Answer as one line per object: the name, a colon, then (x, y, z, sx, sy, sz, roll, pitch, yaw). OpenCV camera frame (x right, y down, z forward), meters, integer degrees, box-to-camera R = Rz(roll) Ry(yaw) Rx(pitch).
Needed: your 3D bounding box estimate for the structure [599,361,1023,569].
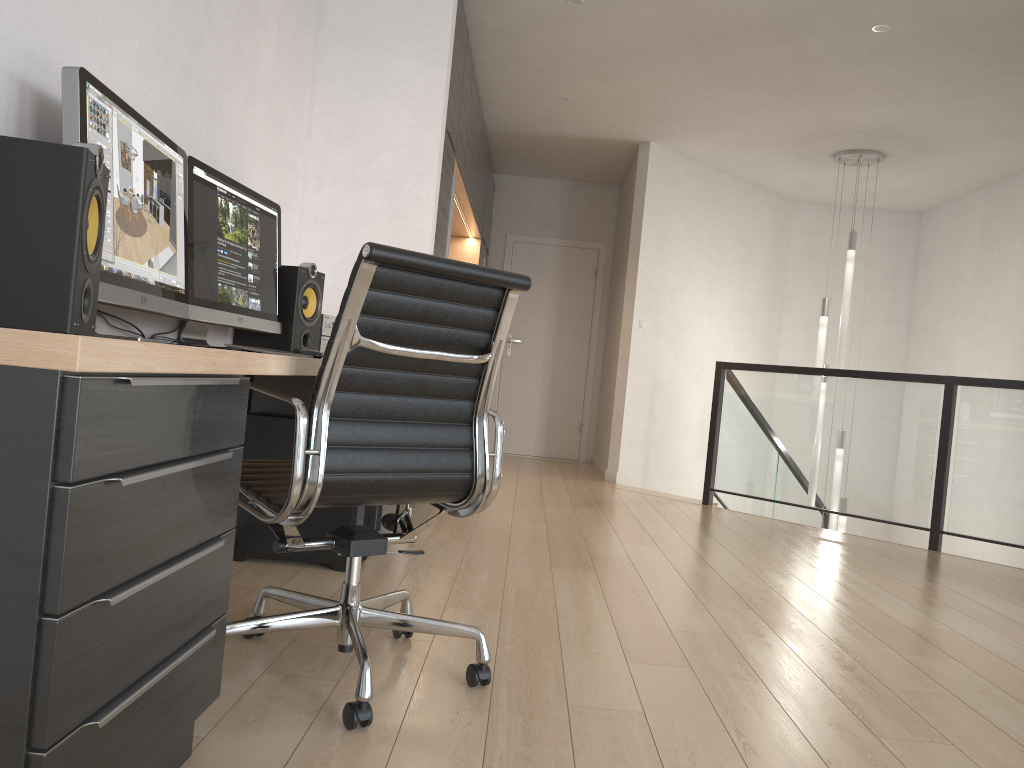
structure: (2.989, 2.172, 6.281, 2.823, 4.339, 4.190, 5, 1, -44)

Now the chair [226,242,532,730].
chair: (-0.389, 0.200, 2.128, 0.664, 0.991, 0.699, 5, 0, -38)

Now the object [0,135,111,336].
object: (-0.890, -0.276, 1.612, 0.249, 0.354, 0.198, 5, 0, -14)

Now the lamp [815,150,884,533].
lamp: (2.579, -0.892, 6.810, 0.359, 6.725, 0.359, 6, 0, 38)

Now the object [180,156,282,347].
object: (-0.908, -0.377, 2.835, 0.190, 0.535, 0.716, 6, 0, 6)

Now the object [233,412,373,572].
object: (-0.758, 0.391, 3.274, 0.474, 0.527, 0.215, 6, 0, 1)

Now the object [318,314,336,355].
object: (-0.811, -0.192, 3.592, 0.270, 0.174, 0.285, 6, 0, 16)

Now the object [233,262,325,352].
object: (-0.867, -0.285, 3.333, 0.249, 0.354, 0.198, 6, 0, 16)

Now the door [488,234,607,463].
door: (0.329, -0.345, 8.578, 0.974, 2.136, 0.085, 6, 0, 1)
